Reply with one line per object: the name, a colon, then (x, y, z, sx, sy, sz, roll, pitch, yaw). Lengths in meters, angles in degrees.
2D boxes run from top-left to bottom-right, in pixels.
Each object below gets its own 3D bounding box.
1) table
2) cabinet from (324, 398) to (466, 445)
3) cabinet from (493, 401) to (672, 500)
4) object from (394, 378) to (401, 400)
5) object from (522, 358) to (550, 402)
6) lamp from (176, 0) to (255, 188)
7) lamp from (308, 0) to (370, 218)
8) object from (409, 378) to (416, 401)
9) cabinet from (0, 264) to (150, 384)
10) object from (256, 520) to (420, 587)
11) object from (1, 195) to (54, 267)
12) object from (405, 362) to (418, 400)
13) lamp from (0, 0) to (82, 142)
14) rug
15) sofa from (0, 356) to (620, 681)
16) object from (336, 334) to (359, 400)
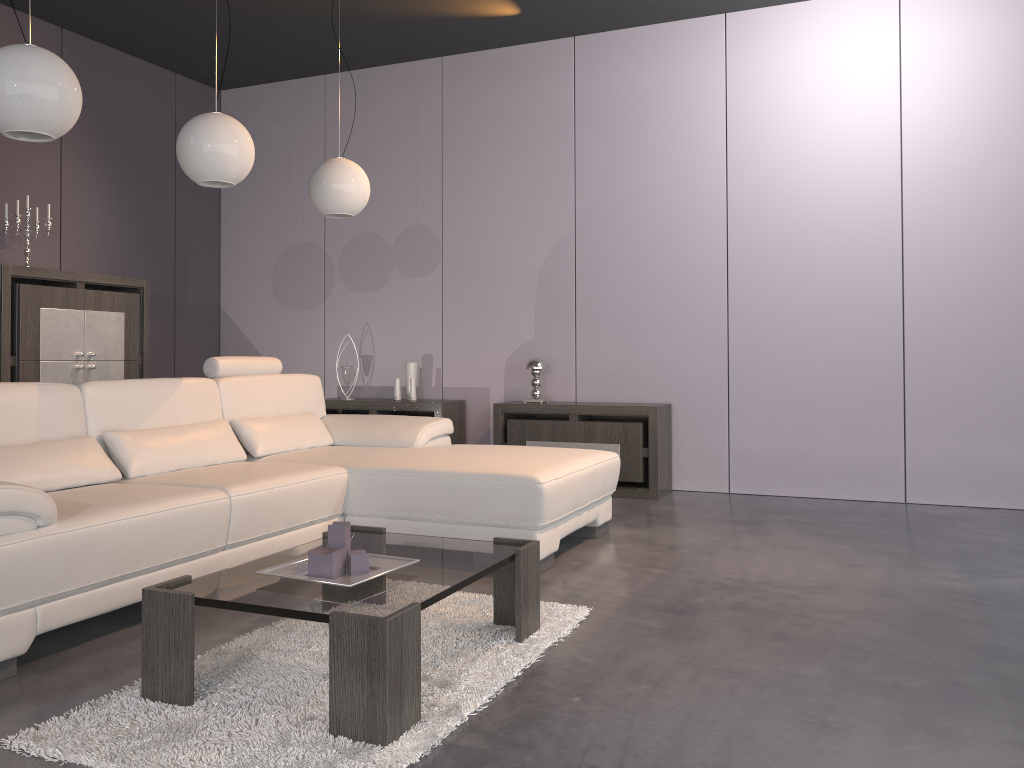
table: (-0.413, 0.629, 2.459, 0.700, 0.271, 0.905, 0, 2, 23)
cabinet: (-0.889, 0.389, 6.190, 1.072, 0.555, 0.377, 0, 0, 23)
cabinet: (0.441, 0.402, 5.623, 1.072, 0.555, 0.377, 0, 0, 23)
object: (-0.795, 0.037, 6.139, 0.051, 0.152, 0.051, 0, -1, 2)
object: (0.159, -0.027, 5.781, 0.140, 0.284, 0.140, 0, -1, 23)
lamp: (-1.215, -1.525, 3.642, 0.306, 1.416, 0.307, -1, -1, 26)
lamp: (-0.869, -1.551, 4.462, 0.306, 1.416, 0.307, -1, -1, 26)
object: (-0.683, 0.038, 6.091, 0.051, 0.152, 0.051, 0, -1, 2)
cabinet: (-2.763, -0.144, 5.465, 0.411, 1.075, 1.072, -1, 0, 23)
object: (-0.457, 0.439, 2.356, 0.304, 0.137, 0.304, 0, 1, 28)
object: (-2.876, -0.897, 5.255, 0.229, 0.446, 0.229, -1, -1, 41)
object: (-0.705, -0.021, 6.196, 0.089, 0.264, 0.089, 0, -1, -15)
lamp: (-1.552, -1.501, 2.855, 0.307, 1.416, 0.306, 0, -1, -9)
rug: (-0.426, 0.768, 2.447, 0.916, 0.023, 1.526, 1, 2, 23)
sofa: (-0.874, 0.320, 3.396, 1.868, 0.859, 2.862, 0, 2, 23)
object: (-1.173, -0.124, 6.318, 0.123, 0.466, 0.108, -1, -1, 24)
